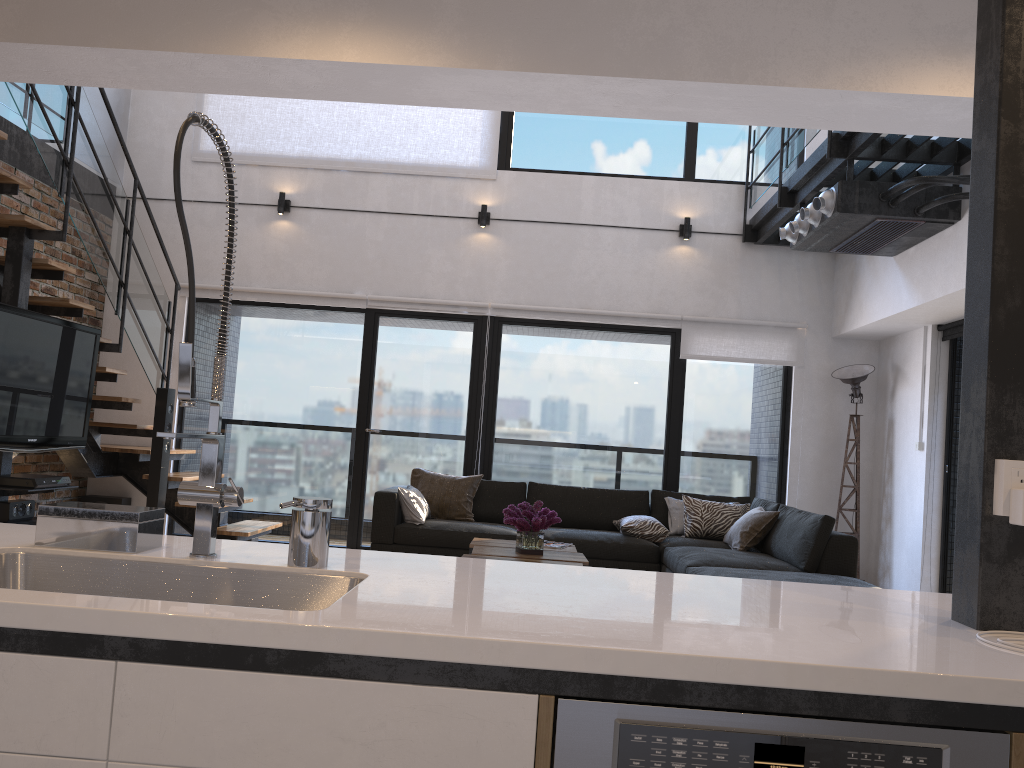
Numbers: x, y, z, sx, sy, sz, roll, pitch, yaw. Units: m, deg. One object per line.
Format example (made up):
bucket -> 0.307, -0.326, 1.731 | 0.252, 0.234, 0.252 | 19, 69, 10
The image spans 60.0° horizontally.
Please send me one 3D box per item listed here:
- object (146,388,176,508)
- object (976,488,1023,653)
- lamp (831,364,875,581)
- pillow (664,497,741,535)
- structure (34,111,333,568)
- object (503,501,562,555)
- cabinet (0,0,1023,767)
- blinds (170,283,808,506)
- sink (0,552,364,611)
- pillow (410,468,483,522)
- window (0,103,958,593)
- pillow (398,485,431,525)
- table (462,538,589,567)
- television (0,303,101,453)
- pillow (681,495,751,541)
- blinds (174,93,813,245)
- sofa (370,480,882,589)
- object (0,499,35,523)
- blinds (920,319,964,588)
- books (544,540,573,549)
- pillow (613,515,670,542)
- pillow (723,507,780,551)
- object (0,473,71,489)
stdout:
object -> -2.567, 0.632, 6.448 | 0.271, 1.205, 0.271 | 4, -3, 7
object -> 0.956, 0.299, 1.366 | 0.417, 0.246, 0.214 | 2, -4, 23
lamp -> 2.276, 0.699, 6.946 | 1.468, 1.826, 0.425 | 5, -3, -13
pillow -> 1.458, 1.028, 6.730 | 0.611, 0.293, 0.235 | 4, -3, 2
structure -> -0.635, -0.069, 1.771 | 0.507, 0.812, 0.393 | 1, -4, 41
object -> 0.114, 0.804, 5.111 | 0.341, 0.342, 0.375 | 4, -4, 3
cabinet -> -0.818, -0.261, 0.921 | 9.115, 2.869, 2.476 | 4, -3, 2
blinds -> -0.233, 0.333, 7.404 | 5.369, 2.042, 0.096 | 4, -3, 2
sink -> -0.628, 0.431, 1.484 | 0.706, 0.203, 0.406 | 4, -4, 2
pillow -> -0.543, 0.854, 6.828 | 0.609, 0.382, 0.265 | 4, -3, 2
window -> -0.395, -1.247, 5.838 | 13.397, 5.562, 5.668 | 4, -4, 2
pillow -> -0.708, 0.885, 6.493 | 0.212, 0.265, 0.499 | 4, -4, 3
table -> 0.070, 1.146, 5.072 | 0.697, 0.350, 1.299 | 4, -4, 2
television -> -2.719, -0.004, 5.008 | 0.136, 0.782, 1.208 | 4, -4, 2
pillow -> 1.519, 0.999, 6.573 | 0.531, 0.314, 0.251 | 4, -3, 6
blinds -> -2.491, -2.711, 6.709 | 10.208, 2.973, 1.996 | 5, -4, -20
sofa -> 0.516, 1.046, 5.663 | 3.044, 0.700, 3.002 | 4, -4, 2
object -> -2.795, 0.713, 4.987 | 0.088, 0.112, 0.247 | 4, -4, 2
blinds -> 3.679, 0.504, 4.361 | 1.830, 2.050, 3.860 | 7, -5, -44
books -> 0.245, 1.012, 5.583 | 0.228, 0.013, 0.295 | 2, -4, 23
pillow -> 0.947, 1.064, 6.560 | 0.356, 0.177, 0.531 | 4, -4, 0
pillow -> 1.652, 1.009, 6.161 | 0.273, 0.309, 0.547 | 4, -4, 1
object -> -2.704, 0.547, 4.988 | 0.275, 0.058, 0.360 | 4, -4, 2
